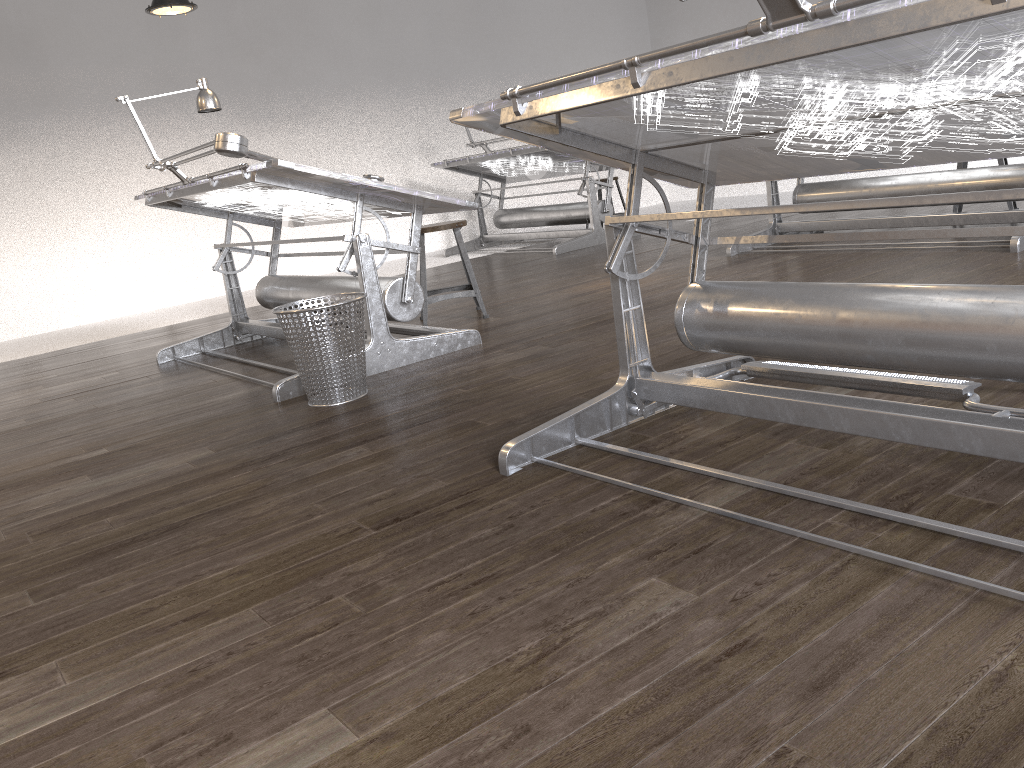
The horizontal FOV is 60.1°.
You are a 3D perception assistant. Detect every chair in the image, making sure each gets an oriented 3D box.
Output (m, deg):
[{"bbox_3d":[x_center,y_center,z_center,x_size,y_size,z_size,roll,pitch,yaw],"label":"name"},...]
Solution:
[{"bbox_3d":[-0.358,-0.600,4.784,0.359,0.523,0.375,-10,12,-6],"label":"chair"},{"bbox_3d":[2.946,-1.299,5.539,0.358,0.523,0.375,-1,14,33],"label":"chair"},{"bbox_3d":[0.917,-1.743,8.659,0.358,0.523,0.375,-1,14,33],"label":"chair"}]

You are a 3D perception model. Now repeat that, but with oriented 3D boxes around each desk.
[{"bbox_3d":[0.099,-1.935,8.128,1.084,1.373,2.075,-17,15,-34],"label":"desk"},{"bbox_3d":[0.802,-0.448,1.575,1.084,1.373,2.287,-17,15,-34],"label":"desk"},{"bbox_3d":[-1.176,-0.798,4.274,1.084,1.373,2.075,-17,15,-34],"label":"desk"},{"bbox_3d":[2.126,-1.492,5.012,1.084,1.373,2.075,-17,15,-34],"label":"desk"}]

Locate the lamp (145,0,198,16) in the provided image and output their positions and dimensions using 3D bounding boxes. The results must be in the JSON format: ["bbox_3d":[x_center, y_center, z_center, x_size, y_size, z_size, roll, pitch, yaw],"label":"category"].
[{"bbox_3d":[-2.280,-3.398,5.285,0.310,2.231,0.316,-1,13,34],"label":"lamp"}]

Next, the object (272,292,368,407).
[{"bbox_3d":[-0.689,-0.127,3.336,0.354,0.374,0.356,-12,12,-13],"label":"object"}]
